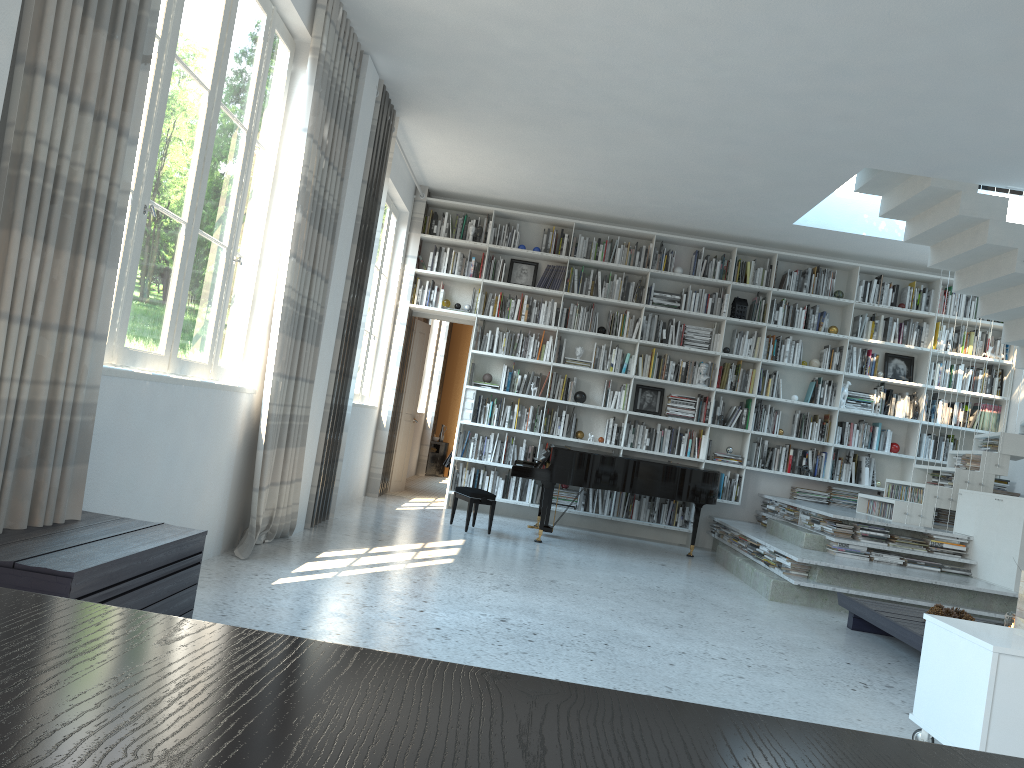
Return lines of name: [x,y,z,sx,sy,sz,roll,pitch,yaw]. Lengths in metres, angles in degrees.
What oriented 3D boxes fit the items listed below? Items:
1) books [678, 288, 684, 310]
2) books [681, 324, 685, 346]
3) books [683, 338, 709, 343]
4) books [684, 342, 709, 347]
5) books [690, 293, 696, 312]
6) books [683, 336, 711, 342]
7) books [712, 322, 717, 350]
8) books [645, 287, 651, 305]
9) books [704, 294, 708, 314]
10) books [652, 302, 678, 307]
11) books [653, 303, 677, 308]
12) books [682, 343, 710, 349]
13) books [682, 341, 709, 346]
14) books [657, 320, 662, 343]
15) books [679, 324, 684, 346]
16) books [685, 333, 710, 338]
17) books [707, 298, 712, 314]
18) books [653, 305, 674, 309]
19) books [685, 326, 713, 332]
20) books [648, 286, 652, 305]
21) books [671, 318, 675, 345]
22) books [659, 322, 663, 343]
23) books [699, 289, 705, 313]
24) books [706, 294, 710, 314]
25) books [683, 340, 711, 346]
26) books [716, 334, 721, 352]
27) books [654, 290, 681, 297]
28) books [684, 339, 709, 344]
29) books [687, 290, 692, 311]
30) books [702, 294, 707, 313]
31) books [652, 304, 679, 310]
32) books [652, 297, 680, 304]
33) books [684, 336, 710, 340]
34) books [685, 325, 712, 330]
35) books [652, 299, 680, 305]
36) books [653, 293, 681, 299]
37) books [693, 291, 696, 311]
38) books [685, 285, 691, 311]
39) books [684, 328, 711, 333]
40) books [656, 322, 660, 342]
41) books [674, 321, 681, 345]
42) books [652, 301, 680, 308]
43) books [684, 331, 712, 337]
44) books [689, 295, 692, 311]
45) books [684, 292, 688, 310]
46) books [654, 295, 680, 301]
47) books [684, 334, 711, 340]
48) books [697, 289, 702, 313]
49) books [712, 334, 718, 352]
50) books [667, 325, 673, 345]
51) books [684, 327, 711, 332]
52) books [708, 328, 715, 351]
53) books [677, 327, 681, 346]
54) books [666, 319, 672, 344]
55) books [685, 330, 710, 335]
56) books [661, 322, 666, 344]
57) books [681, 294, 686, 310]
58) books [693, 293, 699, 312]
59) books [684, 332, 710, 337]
books: [1.762,-0.868,9.254,0.012,0.254,0.161,9,-2,2]
books: [1.763,-0.494,9.226,0.013,0.246,0.176,9,-2,2]
books: [1.914,-0.449,9.244,0.254,0.012,0.161,9,-3,0]
books: [1.907,-0.401,9.246,0.254,0.012,0.161,9,-3,2]
books: [1.869,-0.832,9.248,0.027,0.216,0.190,9,-2,2]
books: [1.916,-0.461,9.247,0.285,0.012,0.159,9,-3,3]
books: [2.090,-0.477,9.243,0.012,0.319,0.140,9,-2,2]
books: [1.409,-0.898,9.255,0.027,0.201,0.167,9,-2,2]
books: [2.013,-0.816,9.250,0.010,0.230,0.152,9,-2,2]
books: [1.597,-0.821,9.262,0.254,0.012,0.161,9,-3,-1]
books: [1.595,-0.809,9.257,0.254,0.012,0.161,9,-3,7]
books: [1.905,-0.389,9.244,0.285,0.012,0.159,9,-3,3]
books: [1.909,-0.413,9.245,0.254,0.012,0.161,9,-3,1]
books: [1.528,-0.532,9.248,0.014,0.250,0.172,9,-2,2]
books: [1.749,-0.495,9.239,0.015,0.245,0.183,9,-2,2]
books: [1.922,-0.497,9.243,0.254,0.012,0.161,9,-3,-1]
books: [2.041,-0.791,9.238,0.029,0.188,0.176,9,-2,2]
books: [1.591,-0.785,9.258,0.254,0.012,0.161,9,-3,6]
books: [1.933,-0.571,9.241,0.285,0.012,0.159,9,-3,-3]
books: [1.430,-0.902,9.268,0.013,0.218,0.141,9,-2,2]
books: [1.676,-0.529,9.249,0.049,0.291,0.162,9,-2,2]
books: [1.540,-0.525,9.249,0.011,0.239,0.147,9,-2,2]
books: [1.966,-0.844,9.248,0.023,0.269,0.185,9,-2,2]
books: [2.024,-0.815,9.243,0.012,0.230,0.158,9,-2,2]
books: [1.911,-0.425,9.240,0.285,0.012,0.159,9,-3,-1]
books: [2.131,-0.413,9.242,0.030,0.205,0.158,9,-2,2]
books: [1.616,-0.934,9.273,0.285,0.024,0.159,9,-3,2]
books: [1.913,-0.437,9.243,0.254,0.012,0.161,9,-3,4]
books: [1.836,-0.848,9.252,0.021,0.237,0.171,9,-2,2]
books: [1.985,-0.817,9.238,0.023,0.223,0.190,9,-2,2]
books: [1.593,-0.797,9.261,0.285,0.012,0.159,9,-3,5]
books: [1.604,-0.862,9.258,0.285,0.024,0.159,9,-3,7]
books: [1.918,-0.473,9.247,0.254,0.012,0.161,9,-3,3]
books: [1.935,-0.582,9.248,0.285,0.012,0.159,9,-3,4]
books: [1.600,-0.845,9.265,0.285,0.012,0.159,9,-3,0]
books: [1.612,-0.910,9.267,0.285,0.024,0.159,9,-3,4]
books: [1.890,-0.842,9.260,0.012,0.244,0.131,9,-2,2]
books: [1.824,-0.874,9.237,0.011,0.284,0.190,9,-2,2]
books: [1.930,-0.546,9.247,0.254,0.012,0.161,9,-3,4]
books: [1.513,-0.526,9.252,0.014,0.233,0.147,9,-2,2]
books: [1.709,-0.513,9.233,0.021,0.269,0.191,9,-2,2]
books: [1.598,-0.833,9.262,0.285,0.012,0.159,9,-3,-1]
books: [1.926,-0.521,9.249,0.285,0.012,0.159,9,-3,1]
books: [1.850,-0.828,9.262,0.011,0.204,0.133,9,-2,2]
books: [1.802,-0.845,9.277,0.024,0.223,0.128,9,-2,2]
books: [1.608,-0.886,9.262,0.254,0.025,0.161,9,-3,-2]
books: [1.920,-0.485,9.242,0.285,0.012,0.159,9,-3,5]
books: [1.941,-0.849,9.270,0.029,0.273,0.140,9,-2,2]
books: [2.101,-0.415,9.237,0.029,0.198,0.172,9,-2,2]
books: [1.643,-0.497,9.246,0.024,0.216,0.148,9,-2,2]
books: [1.932,-0.558,9.252,0.254,0.012,0.161,9,-3,2]
books: [2.072,-0.448,9.226,0.012,0.254,0.161,9,-2,2]
books: [1.728,-0.483,9.247,0.024,0.216,0.132,9,-2,2]
books: [1.626,-0.534,9.254,0.022,0.285,0.131,9,-2,2]
books: [1.927,-0.533,9.240,0.254,0.012,0.161,9,-3,7]
books: [1.578,-0.518,9.242,0.066,0.236,0.154,9,-2,2]
books: [1.775,-0.833,9.248,0.025,0.187,0.193,9,-2,2]
books: [1.908,-0.827,9.250,0.028,0.219,0.183,9,-2,2]
books: [1.924,-0.509,9.246,0.254,0.012,0.161,9,-3,4]
